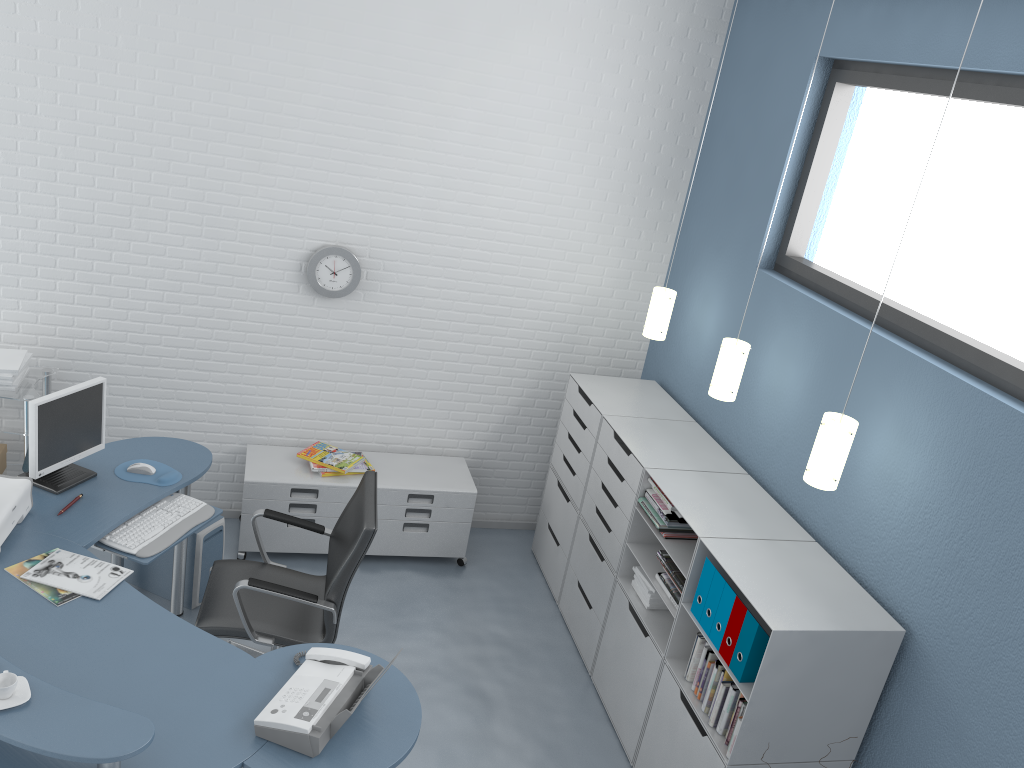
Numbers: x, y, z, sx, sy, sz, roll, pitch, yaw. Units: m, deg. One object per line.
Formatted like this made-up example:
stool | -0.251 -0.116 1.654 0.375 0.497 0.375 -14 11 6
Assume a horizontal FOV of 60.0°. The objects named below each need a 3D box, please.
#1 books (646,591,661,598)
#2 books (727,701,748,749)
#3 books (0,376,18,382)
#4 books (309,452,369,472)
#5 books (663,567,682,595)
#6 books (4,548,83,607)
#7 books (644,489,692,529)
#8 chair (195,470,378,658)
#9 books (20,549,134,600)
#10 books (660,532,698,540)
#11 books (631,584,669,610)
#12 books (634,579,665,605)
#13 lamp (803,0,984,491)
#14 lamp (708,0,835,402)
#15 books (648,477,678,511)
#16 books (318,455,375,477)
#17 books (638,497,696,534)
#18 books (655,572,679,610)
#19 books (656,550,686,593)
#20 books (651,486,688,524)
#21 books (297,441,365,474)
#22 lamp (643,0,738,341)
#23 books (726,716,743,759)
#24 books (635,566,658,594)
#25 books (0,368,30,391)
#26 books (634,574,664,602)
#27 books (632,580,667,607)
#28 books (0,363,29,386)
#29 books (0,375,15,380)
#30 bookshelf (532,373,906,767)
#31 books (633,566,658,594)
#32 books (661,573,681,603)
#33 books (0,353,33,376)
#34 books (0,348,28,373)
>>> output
books | 0.715 0.905 3.986 0.270 0.015 0.190 6 21 -14
books | 0.860 1.211 3.135 0.157 0.203 0.032 5 21 -16
books | -2.451 -0.074 4.239 0.190 0.015 0.270 5 21 -16
books | -0.948 0.423 4.824 0.300 0.020 0.210 3 21 -21
books | 0.763 0.826 3.671 0.197 0.034 0.251 5 21 -16
books | -1.585 0.669 3.094 0.300 0.005 0.200 21 22 25
books | 0.722 0.544 3.865 0.212 0.044 0.265 5 21 -16
chair | -0.954 0.866 3.737 0.652 0.948 0.584 7 20 -11
books | -1.526 0.669 3.121 0.300 0.010 0.200 14 20 7
books | 0.712 0.605 3.888 0.209 0.019 0.265 5 21 -16
books | 0.698 0.957 4.011 0.270 0.015 0.190 5 21 -16
books | 0.709 0.933 3.994 0.270 0.015 0.190 6 21 -15
lamp | 1.271 -0.467 2.893 0.120 1.786 0.120 23 23 30
lamp | 1.086 -0.769 3.611 0.120 1.786 0.120 23 23 30
books | 0.734 0.480 3.845 0.212 0.024 0.258 5 21 -16
books | -0.927 0.440 4.846 0.300 0.020 0.210 -1 23 -31
books | 0.702 0.575 3.887 0.234 0.034 0.240 5 21 -16
books | 0.743 0.876 3.695 0.212 0.034 0.265 5 21 -16
books | 0.753 0.784 3.668 0.224 0.041 0.283 5 21 -16
books | 0.745 0.515 3.840 0.187 0.034 0.298 5 21 -16
books | -0.982 0.398 4.815 0.300 0.020 0.210 17 21 16
lamp | 0.902 -1.070 4.329 0.120 1.786 0.120 23 23 30
books | 0.853 1.241 3.110 0.178 0.163 0.032 5 21 -16
books | 0.714 0.874 3.980 0.270 0.015 0.190 3 21 -21
books | -2.452 -0.031 4.254 0.190 0.015 0.270 5 21 -16
books | 0.706 0.918 3.988 0.270 0.015 0.190 5 21 -16
books | 0.701 0.943 4.006 0.270 0.015 0.190 4 21 -19
books | -2.454 -0.058 4.239 0.190 0.015 0.270 6 21 -15
books | -2.446 -0.085 4.227 0.190 0.015 0.270 6 21 -14
bookshelf | 0.733 0.918 4.188 0.521 1.141 2.294 5 21 -16
books | 0.701 0.883 3.992 0.270 0.015 0.190 5 21 -16
books | 0.753 0.857 3.667 0.212 0.023 0.224 5 21 -16
books | -2.430 -0.103 4.240 0.190 0.015 0.270 5 21 -16
books | -2.435 -0.114 4.223 0.190 0.015 0.270 3 21 -21
